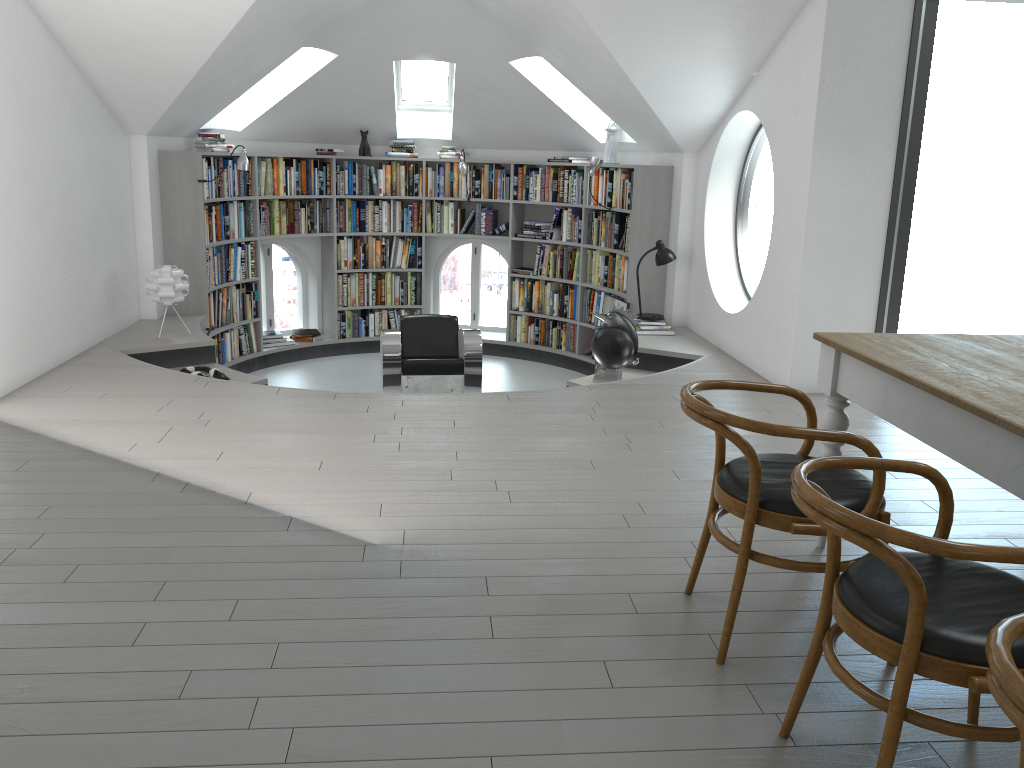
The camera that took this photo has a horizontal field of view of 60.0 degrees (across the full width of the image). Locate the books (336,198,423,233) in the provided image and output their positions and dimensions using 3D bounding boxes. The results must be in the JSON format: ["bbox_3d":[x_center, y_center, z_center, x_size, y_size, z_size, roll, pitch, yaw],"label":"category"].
[{"bbox_3d":[-1.424,-1.782,9.360,1.028,0.357,0.302,-3,14,-19],"label":"books"}]

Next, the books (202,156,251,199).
[{"bbox_3d":[-2.648,-1.831,7.840,0.300,0.359,1.039,4,14,10],"label":"books"}]

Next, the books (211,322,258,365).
[{"bbox_3d":[-2.688,-0.380,8.220,0.283,0.317,0.924,5,14,12],"label":"books"}]

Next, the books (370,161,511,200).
[{"bbox_3d":[-0.734,-2.149,9.318,1.565,0.364,0.396,2,13,0],"label":"books"}]

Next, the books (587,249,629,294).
[{"bbox_3d":[1.022,-1.062,8.355,0.275,0.345,1.027,-3,15,-20],"label":"books"}]

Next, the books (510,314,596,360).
[{"bbox_3d":[0.561,-0.499,9.094,0.360,0.309,1.503,-11,19,-42],"label":"books"}]

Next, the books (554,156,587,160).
[{"bbox_3d":[0.586,-2.260,8.875,0.233,0.027,0.249,-7,17,-32],"label":"books"}]

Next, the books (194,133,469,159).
[{"bbox_3d":[-1.752,-2.344,8.751,2.819,0.172,0.751,-8,17,-34],"label":"books"}]

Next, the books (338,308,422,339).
[{"bbox_3d":[-1.446,-0.676,9.563,1.019,0.304,0.289,-4,14,-20],"label":"books"}]

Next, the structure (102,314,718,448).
[{"bbox_3d":[-0.772,-0.166,7.525,4.724,0.689,4.726,13,18,38],"label":"structure"}]

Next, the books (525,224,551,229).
[{"bbox_3d":[0.293,-1.639,9.221,0.227,0.036,0.214,15,19,43],"label":"books"}]

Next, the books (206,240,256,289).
[{"bbox_3d":[-2.644,-1.086,7.993,0.261,0.357,1.026,4,14,11],"label":"books"}]

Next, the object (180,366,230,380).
[{"bbox_3d":[-2.148,-0.063,6.184,0.218,0.081,0.475,-11,19,-41],"label":"object"}]

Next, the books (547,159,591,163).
[{"bbox_3d":[0.585,-2.232,8.881,0.317,0.036,0.337,-11,19,-41],"label":"books"}]

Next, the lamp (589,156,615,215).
[{"bbox_3d":[0.838,-1.809,8.101,0.275,0.522,0.113,-2,13,-15],"label":"lamp"}]

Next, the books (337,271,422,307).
[{"bbox_3d":[-1.420,-1.030,9.494,1.032,0.355,0.294,-3,14,-20],"label":"books"}]

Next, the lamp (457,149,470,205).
[{"bbox_3d":[-0.492,-2.116,9.071,0.113,0.563,0.360,2,13,1],"label":"lamp"}]

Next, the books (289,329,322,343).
[{"bbox_3d":[-2.138,-0.502,9.205,0.318,0.099,0.293,1,14,-4],"label":"books"}]

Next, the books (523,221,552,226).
[{"bbox_3d":[0.293,-1.669,9.214,0.269,0.031,0.287,-5,16,-25],"label":"books"}]

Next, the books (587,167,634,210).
[{"bbox_3d":[1.034,-1.811,8.202,0.293,0.360,1.020,-4,15,-22],"label":"books"}]

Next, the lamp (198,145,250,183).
[{"bbox_3d":[-2.402,-1.837,7.393,0.414,0.310,0.117,0,13,-8],"label":"lamp"}]

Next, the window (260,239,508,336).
[{"bbox_3d":[-1.475,-1.058,9.570,3.232,1.143,0.621,-3,14,-19],"label":"window"}]

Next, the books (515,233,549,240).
[{"bbox_3d":[0.290,-1.546,9.242,0.389,0.042,0.367,11,17,33],"label":"books"}]

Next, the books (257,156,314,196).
[{"bbox_3d":[-2.288,-2.027,8.643,0.270,0.370,0.795,12,17,37],"label":"books"}]

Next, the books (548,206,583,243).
[{"bbox_3d":[0.642,-1.606,8.906,0.555,0.348,0.256,13,18,40],"label":"books"}]

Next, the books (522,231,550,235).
[{"bbox_3d":[0.291,-1.578,9.234,0.286,0.031,0.270,10,16,28],"label":"books"}]

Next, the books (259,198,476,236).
[{"bbox_3d":[-1.549,-1.719,9.122,2.531,0.368,0.594,-5,15,-24],"label":"books"}]

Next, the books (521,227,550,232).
[{"bbox_3d":[0.292,-1.608,9.228,0.287,0.031,0.270,15,19,43],"label":"books"}]

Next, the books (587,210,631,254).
[{"bbox_3d":[1.025,-1.436,8.275,0.279,0.356,1.058,-3,15,-19],"label":"books"}]

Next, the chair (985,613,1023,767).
[{"bbox_3d":[0.945,0.750,1.228,0.621,0.730,0.531,-1,13,-10],"label":"chair"}]

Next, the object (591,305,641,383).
[{"bbox_3d":[0.734,-0.290,6.362,0.320,0.559,0.322,-6,15,-32],"label":"object"}]

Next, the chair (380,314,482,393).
[{"bbox_3d":[-0.713,-0.197,7.633,0.823,0.715,0.746,-1,14,-11],"label":"chair"}]

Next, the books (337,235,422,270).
[{"bbox_3d":[-1.421,-1.404,9.404,0.998,0.349,0.299,-4,14,-21],"label":"books"}]

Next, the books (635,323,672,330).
[{"bbox_3d":[1.146,-0.504,7.456,0.286,0.034,0.306,-2,15,-15],"label":"books"}]

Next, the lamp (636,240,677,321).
[{"bbox_3d":[1.193,-0.867,7.371,0.323,0.656,0.235,4,13,10],"label":"lamp"}]

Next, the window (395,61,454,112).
[{"bbox_3d":[-0.820,-2.969,8.314,4.055,0.709,1.945,0,14,-5],"label":"window"}]

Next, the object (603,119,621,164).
[{"bbox_3d":[0.934,-2.302,8.313,0.179,0.469,0.180,3,13,3],"label":"object"}]

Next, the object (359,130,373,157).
[{"bbox_3d":[-1.503,-2.472,9.114,0.147,0.263,0.203,0,13,-9],"label":"object"}]

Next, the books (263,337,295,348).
[{"bbox_3d":[-2.457,-0.436,9.010,0.366,0.042,0.389,-9,18,-38],"label":"books"}]

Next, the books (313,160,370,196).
[{"bbox_3d":[-1.785,-2.115,9.098,0.683,0.344,0.266,-6,15,-28],"label":"books"}]

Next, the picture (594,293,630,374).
[{"bbox_3d":[0.912,-0.370,8.193,0.090,0.857,0.582,-2,14,-15],"label":"picture"}]

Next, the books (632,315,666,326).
[{"bbox_3d":[1.147,-0.535,7.449,0.269,0.031,0.287,3,14,4],"label":"books"}]

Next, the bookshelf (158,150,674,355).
[{"bbox_3d":[-0.873,-1.252,8.698,4.332,1.868,2.122,0,14,-5],"label":"bookshelf"}]

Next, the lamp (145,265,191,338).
[{"bbox_3d":[-2.578,-0.625,6.654,0.305,0.521,0.307,-2,14,-17],"label":"lamp"}]

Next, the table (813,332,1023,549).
[{"bbox_3d":[1.730,0.619,1.698,1.018,0.794,3.371,0,14,-5],"label":"table"}]

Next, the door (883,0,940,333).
[{"bbox_3d":[2.349,-1.227,5.881,0.080,2.332,1.058,1,13,-5],"label":"door"}]

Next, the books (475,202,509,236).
[{"bbox_3d":[-0.169,-1.739,9.351,0.399,0.338,0.225,5,14,14],"label":"books"}]

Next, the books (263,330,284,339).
[{"bbox_3d":[-2.455,-0.500,8.996,0.214,0.036,0.228,-6,16,-28],"label":"books"}]

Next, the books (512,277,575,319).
[{"bbox_3d":[0.386,-0.912,9.225,0.874,0.348,0.273,12,16,35],"label":"books"}]

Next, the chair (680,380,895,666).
[{"bbox_3d":[0.789,0.388,2.639,0.621,0.730,0.531,1,13,-2],"label":"chair"}]

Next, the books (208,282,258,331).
[{"bbox_3d":[-2.700,-0.487,7.859,0.390,0.691,1.651,3,14,4],"label":"books"}]

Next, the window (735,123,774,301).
[{"bbox_3d":[1.952,-1.260,6.548,0.104,1.461,1.480,1,13,-5],"label":"window"}]

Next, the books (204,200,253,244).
[{"bbox_3d":[-2.669,-1.460,7.944,0.303,0.345,1.095,4,14,10],"label":"books"}]

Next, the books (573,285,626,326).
[{"bbox_3d":[0.972,-0.708,8.496,0.304,0.356,1.191,-4,15,-24],"label":"books"}]

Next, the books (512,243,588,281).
[{"bbox_3d":[0.459,-1.266,9.084,0.976,0.350,0.252,12,17,36],"label":"books"}]

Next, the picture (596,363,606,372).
[{"bbox_3d":[0.880,-0.171,8.050,0.107,0.552,0.492,-2,14,-15],"label":"picture"}]

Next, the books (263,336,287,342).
[{"bbox_3d":[-2.456,-0.469,9.003,0.269,0.031,0.287,-6,16,-28],"label":"books"}]

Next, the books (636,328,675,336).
[{"bbox_3d":[1.145,-0.468,7.464,0.365,0.042,0.390,0,14,-5],"label":"books"}]

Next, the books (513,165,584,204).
[{"bbox_3d":[0.437,-2.026,8.967,0.972,0.365,0.307,12,17,37],"label":"books"}]

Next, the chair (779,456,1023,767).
[{"bbox_3d":[0.895,0.569,1.937,0.621,0.730,0.531,0,13,-5],"label":"chair"}]
